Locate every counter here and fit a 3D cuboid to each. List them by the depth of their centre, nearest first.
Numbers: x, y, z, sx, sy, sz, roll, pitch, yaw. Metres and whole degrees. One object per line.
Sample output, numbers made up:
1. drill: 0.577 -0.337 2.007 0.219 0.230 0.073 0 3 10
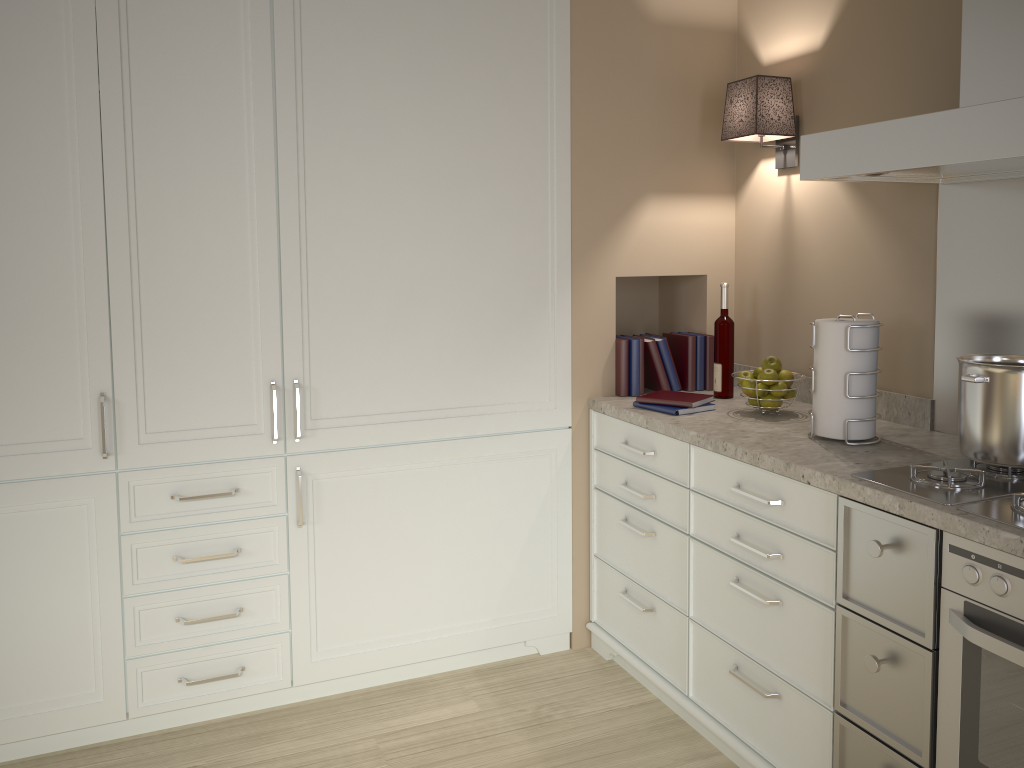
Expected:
1. counter: 1.135 0.221 1.445 0.579 0.113 3.871 -4 9 -23

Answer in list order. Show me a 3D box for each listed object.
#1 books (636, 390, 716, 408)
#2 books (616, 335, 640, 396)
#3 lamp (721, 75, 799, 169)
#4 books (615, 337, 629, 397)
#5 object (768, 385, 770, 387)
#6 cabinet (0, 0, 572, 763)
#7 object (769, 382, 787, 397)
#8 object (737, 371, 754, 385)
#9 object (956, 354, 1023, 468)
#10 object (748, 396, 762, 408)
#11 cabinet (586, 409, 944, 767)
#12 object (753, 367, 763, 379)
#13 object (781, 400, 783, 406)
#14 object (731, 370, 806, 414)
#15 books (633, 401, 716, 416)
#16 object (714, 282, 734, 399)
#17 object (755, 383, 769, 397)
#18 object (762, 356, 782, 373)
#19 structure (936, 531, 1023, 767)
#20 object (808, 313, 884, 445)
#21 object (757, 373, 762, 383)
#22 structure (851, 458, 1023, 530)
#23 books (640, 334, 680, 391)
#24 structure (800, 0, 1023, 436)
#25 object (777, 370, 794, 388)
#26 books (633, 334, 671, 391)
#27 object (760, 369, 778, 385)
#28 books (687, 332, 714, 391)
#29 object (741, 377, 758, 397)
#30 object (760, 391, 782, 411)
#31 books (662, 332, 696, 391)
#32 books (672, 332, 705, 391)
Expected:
1. books: 0.487 0.045 2.622 0.183 0.017 0.165 6 11 37
2. books: 0.367 -0.062 2.887 0.032 0.181 0.165 -2 7 -23
3. lamp: 0.764 -0.789 2.684 0.192 0.257 0.170 -3 6 -23
4. books: 0.331 -0.061 2.889 0.032 0.181 0.165 -2 7 -23
5. object: 0.732 0.003 2.567 0.054 0.054 0.054 4 8 31
6. cabinet: -0.920 -0.260 2.550 2.346 2.326 0.615 -3 5 -23
7. object: 0.740 0.014 2.458 0.047 0.045 0.047 -3 7 -19
8. object: 0.673 -0.014 2.546 0.048 0.048 0.047 3 7 29
9. object: 1.026 0.052 1.824 0.201 0.206 0.202 2 7 24
10. object: 0.703 0.045 2.539 0.048 0.048 0.048 -2 7 -12
11. cabinet: 1.147 0.658 1.491 0.643 0.788 3.228 -3 9 -23
12. object: 0.716 -0.027 2.545 0.040 0.043 0.044 -1 7 -8
13. object: 0.755 0.051 2.533 0.039 0.038 0.038 -3 7 -19
14. object: 0.729 0.029 2.517 0.206 0.109 0.207 3 8 22
15. books: 0.478 0.064 2.610 0.165 0.017 0.184 -6 10 -33
16. object: 0.666 -0.137 2.778 0.062 0.364 0.062 0 5 3
17. object: 0.696 0.016 2.466 0.040 0.040 0.039 -4 8 -31
18. object: 0.737 -0.052 2.508 0.055 0.056 0.055 -3 7 -23
19. structure: 1.117 0.600 1.468 0.580 0.692 0.544 -3 7 -23
20. object: 0.822 -0.018 2.172 0.163 0.302 0.169 -5 7 -39
21. object: 0.712 -0.013 2.494 0.040 0.038 0.040 5 8 38
22. structure: 1.082 0.232 1.423 0.399 0.031 1.055 -4 9 -23
23. books: 0.482 -0.071 2.943 0.092 0.181 0.165 -3 7 -23
24. structure: 1.173 -0.568 1.405 0.448 1.668 1.568 -2 7 -23
25. object: 0.768 -0.013 2.490 0.050 0.053 0.055 4 8 36
26. books: 0.452 -0.068 2.931 0.091 0.182 0.167 -2 7 -20
27. object: 0.713 -0.019 2.454 0.047 0.045 0.047 -3 7 -22
28. books: 0.628 -0.079 2.995 0.032 0.181 0.165 -2 7 -23
29. object: 0.679 0.009 2.504 0.058 0.057 0.058 4 8 34
30. object: 0.729 0.047 2.489 0.061 0.056 0.060 2 7 22
31. books: 0.564 -0.077 2.981 0.032 0.181 0.165 -2 7 -23
32. books: 0.595 -0.080 2.991 0.032 0.181 0.165 -2 7 -23
